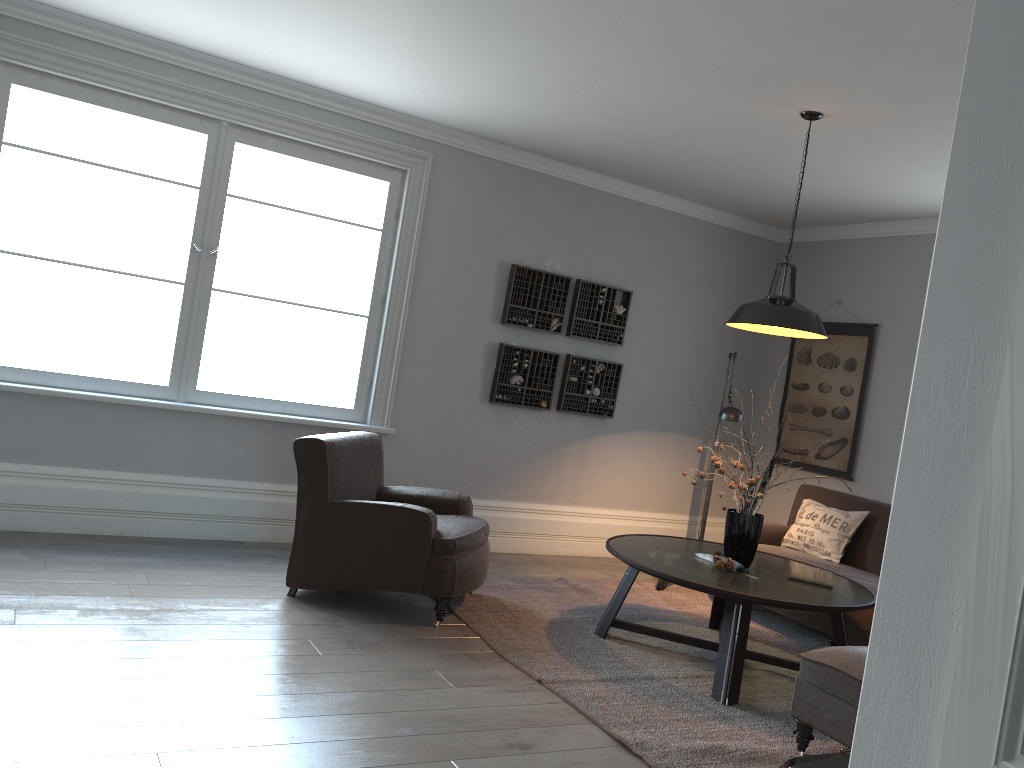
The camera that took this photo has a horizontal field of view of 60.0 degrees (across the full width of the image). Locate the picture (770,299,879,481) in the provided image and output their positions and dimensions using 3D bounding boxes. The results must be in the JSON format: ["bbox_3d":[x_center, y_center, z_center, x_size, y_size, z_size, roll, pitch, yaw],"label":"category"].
[{"bbox_3d":[2.345,0.012,6.662,0.057,1.313,0.793,9,1,-29],"label":"picture"}]

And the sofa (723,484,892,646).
[{"bbox_3d":[2.159,1.138,4.971,0.968,0.824,2.166,9,1,-29],"label":"sofa"}]

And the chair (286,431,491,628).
[{"bbox_3d":[-0.586,0.716,4.619,0.970,0.795,0.807,9,1,12],"label":"chair"}]

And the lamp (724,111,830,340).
[{"bbox_3d":[1.383,-0.790,4.356,0.504,1.076,0.504,9,1,18],"label":"lamp"}]

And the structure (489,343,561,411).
[{"bbox_3d":[0.096,-0.045,6.162,0.467,0.416,0.086,9,1,-29],"label":"structure"}]

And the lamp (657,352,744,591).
[{"bbox_3d":[1.534,0.611,6.284,0.797,1.644,1.864,9,1,8],"label":"lamp"}]

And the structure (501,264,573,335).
[{"bbox_3d":[0.169,-0.583,6.167,0.467,0.416,0.099,9,1,-29],"label":"structure"}]

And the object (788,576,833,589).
[{"bbox_3d":[1.430,0.949,4.252,0.207,0.011,0.051,9,1,21],"label":"object"}]

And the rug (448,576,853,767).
[{"bbox_3d":[1.084,1.346,4.370,2.399,0.090,2.820,9,1,-29],"label":"rug"}]

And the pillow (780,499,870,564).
[{"bbox_3d":[1.957,0.926,5.604,0.240,0.368,0.519,9,1,-29],"label":"pillow"}]

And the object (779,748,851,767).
[{"bbox_3d":[0.777,1.073,2.034,0.323,0.599,0.323,9,1,-29],"label":"object"}]

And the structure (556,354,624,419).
[{"bbox_3d":[0.570,0.020,6.431,0.467,0.416,0.086,9,1,-29],"label":"structure"}]

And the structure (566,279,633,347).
[{"bbox_3d":[0.643,-0.512,6.409,0.468,0.416,0.105,9,1,-29],"label":"structure"}]

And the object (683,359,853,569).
[{"bbox_3d":[1.189,0.376,4.246,0.853,1.066,0.525,10,1,31],"label":"object"}]

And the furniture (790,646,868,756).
[{"bbox_3d":[1.408,1.233,3.241,0.574,0.440,0.583,9,1,-29],"label":"furniture"}]

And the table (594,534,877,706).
[{"bbox_3d":[1.069,1.146,4.376,1.299,0.503,1.300,9,1,-36],"label":"table"}]

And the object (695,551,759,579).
[{"bbox_3d":[1.042,0.863,4.315,0.153,0.067,0.404,9,1,-12],"label":"object"}]
